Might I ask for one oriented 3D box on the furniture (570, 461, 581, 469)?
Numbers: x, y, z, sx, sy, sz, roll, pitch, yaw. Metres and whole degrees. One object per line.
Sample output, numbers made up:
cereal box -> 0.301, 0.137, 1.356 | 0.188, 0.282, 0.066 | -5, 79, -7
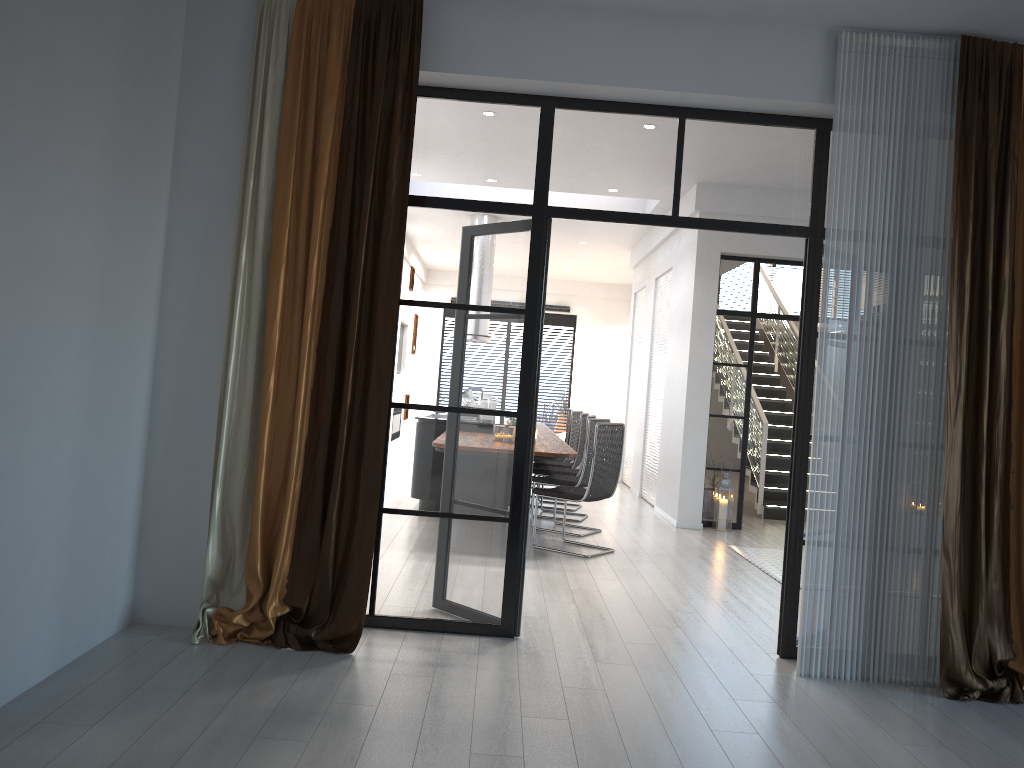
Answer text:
furniture -> 1.039, 1.127, 13.023 | 0.699, 0.460, 0.699 | 4, -1, -5

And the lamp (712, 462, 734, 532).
lamp -> 2.069, 1.091, 8.647 | 0.148, 0.666, 0.157 | 4, -2, -1

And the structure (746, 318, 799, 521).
structure -> 4.017, -0.221, 11.741 | 2.393, 3.604, 5.799 | 4, -1, -1

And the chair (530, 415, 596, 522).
chair -> 0.492, 0.794, 8.735 | 0.537, 1.019, 0.470 | 4, -1, 14

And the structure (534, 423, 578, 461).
structure -> -0.270, 0.802, 9.054 | 1.377, 0.888, 5.638 | 4, 0, -1

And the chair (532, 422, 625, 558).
chair -> 0.512, 0.791, 6.980 | 0.537, 1.019, 0.470 | 4, -2, 34

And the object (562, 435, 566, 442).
object -> 0.821, 0.900, 14.007 | 0.110, 0.183, 0.119 | 4, -1, 5

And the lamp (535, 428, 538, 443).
lamp -> 0.159, 0.416, 7.216 | 0.095, 0.124, 0.095 | 4, -1, 32

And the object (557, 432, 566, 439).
object -> 0.965, 1.000, 15.286 | 0.418, 0.355, 0.760 | 4, 0, 7

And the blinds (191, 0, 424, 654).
blinds -> -0.918, -0.347, 4.056 | 0.811, 3.047, 0.254 | 4, -2, -1

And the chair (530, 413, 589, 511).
chair -> 0.484, 0.795, 9.454 | 0.537, 1.019, 0.470 | 4, -1, 14

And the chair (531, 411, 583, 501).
chair -> 0.471, 0.796, 10.267 | 0.537, 1.019, 0.470 | 4, -1, 19

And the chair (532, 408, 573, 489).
chair -> 0.448, 0.797, 11.230 | 0.536, 1.019, 0.470 | 4, -1, -1

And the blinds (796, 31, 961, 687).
blinds -> 2.087, -0.106, 4.176 | 1.301, 3.070, 0.052 | 4, -2, 0

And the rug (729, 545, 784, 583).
rug -> 3.013, 1.479, 6.915 | 2.276, 0.020, 1.584 | 4, 0, -1

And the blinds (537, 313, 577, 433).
blinds -> -0.135, -0.086, 17.268 | 2.584, 2.722, 0.358 | 4, -2, -1

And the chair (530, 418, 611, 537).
chair -> 0.511, 0.793, 7.918 | 0.537, 1.019, 0.470 | 4, -2, 29

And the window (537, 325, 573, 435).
window -> 2.973, -1.116, 17.678 | 8.565, 5.065, 0.462 | 4, -2, -2

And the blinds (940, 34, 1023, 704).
blinds -> 2.374, -0.092, 4.078 | 0.811, 3.047, 0.254 | 4, -2, 0
